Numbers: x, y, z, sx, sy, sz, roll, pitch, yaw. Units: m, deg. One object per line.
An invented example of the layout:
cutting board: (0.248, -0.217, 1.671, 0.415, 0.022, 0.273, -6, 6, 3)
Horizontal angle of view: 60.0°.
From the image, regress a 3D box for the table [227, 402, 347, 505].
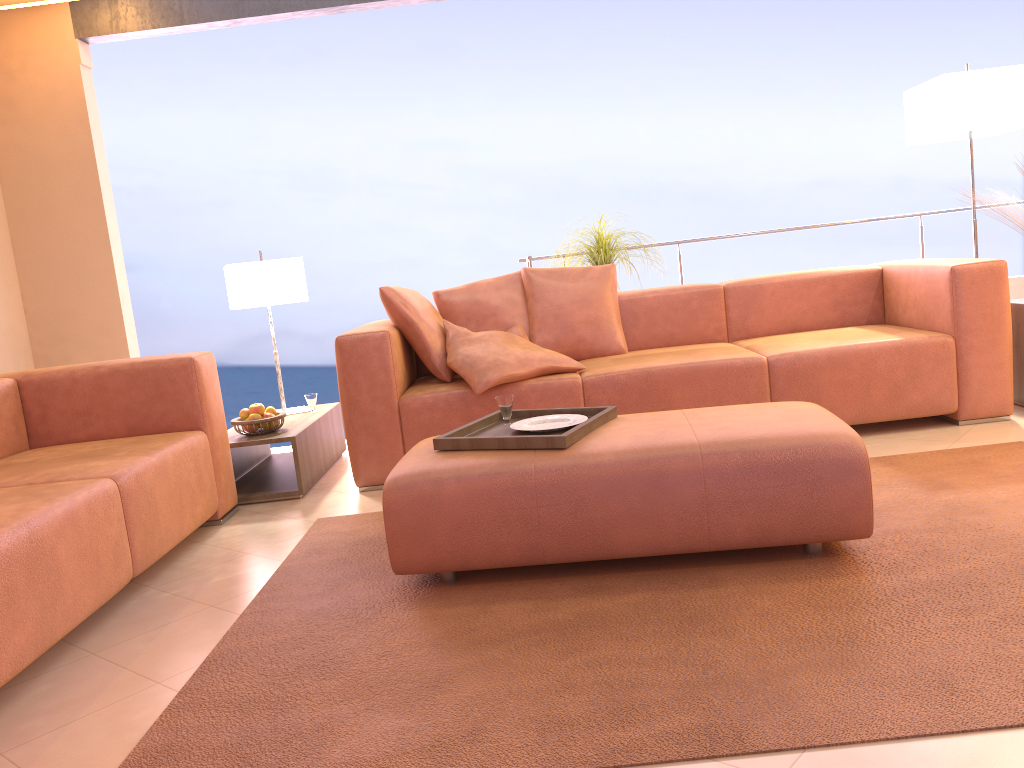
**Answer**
table: (-1.077, 0.309, 4.124, 0.412, 0.268, 0.918, -6, 7, 1)

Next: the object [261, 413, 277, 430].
object: (-1.049, 0.161, 3.814, 0.074, 0.076, 0.072, -5, 8, 11)

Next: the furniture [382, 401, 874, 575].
furniture: (0.316, 0.276, 2.639, 1.291, 0.301, 0.685, -6, 8, 6)

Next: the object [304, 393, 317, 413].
object: (-0.961, 0.095, 4.263, 0.061, 0.091, 0.061, 0, 10, 41)

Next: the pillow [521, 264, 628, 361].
pillow: (0.289, -0.340, 4.181, 0.470, 0.468, 0.211, -7, 7, -3)

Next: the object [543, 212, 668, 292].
object: (0.538, -0.420, 5.069, 0.703, 1.088, 0.729, -11, 9, -30)

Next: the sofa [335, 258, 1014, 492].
sofa: (0.669, -0.090, 4.058, 2.781, 0.672, 0.943, -6, 7, 1)

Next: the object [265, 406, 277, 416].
object: (-1.048, 0.123, 3.857, 0.045, 0.053, 0.051, -3, 8, 24)

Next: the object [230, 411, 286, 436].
object: (-1.094, 0.176, 3.845, 0.235, 0.071, 0.235, -7, 8, -6)

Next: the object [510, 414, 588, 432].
object: (0.113, 0.125, 2.716, 0.240, 0.018, 0.240, -12, 9, -34)

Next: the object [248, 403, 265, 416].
object: (-1.098, 0.116, 3.817, 0.069, 0.061, 0.068, -12, 9, -37)

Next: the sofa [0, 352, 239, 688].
sofa: (-1.617, 0.413, 2.257, 0.943, 0.672, 2.781, -6, 7, 1)

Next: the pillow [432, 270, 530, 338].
pillow: (-0.101, -0.298, 4.195, 0.492, 0.446, 0.255, -9, 8, -15)

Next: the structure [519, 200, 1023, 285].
structure: (2.146, -0.780, 5.709, 4.176, 0.541, 1.663, -6, 7, 1)

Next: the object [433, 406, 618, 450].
object: (0.050, 0.131, 2.694, 0.421, 0.034, 0.436, -3, 8, 26)

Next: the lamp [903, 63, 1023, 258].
lamp: (2.347, -0.810, 4.500, 0.454, 1.578, 0.454, -6, 7, 1)

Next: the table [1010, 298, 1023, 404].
table: (2.408, -0.152, 3.777, 0.469, 0.436, 0.415, -6, 7, 1)

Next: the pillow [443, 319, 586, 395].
pillow: (-0.048, -0.155, 3.821, 0.517, 0.292, 0.514, -11, 9, -29)

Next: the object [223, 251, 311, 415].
object: (-1.173, -0.252, 4.344, 0.344, 0.799, 0.344, -9, 8, -20)

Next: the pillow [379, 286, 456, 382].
pillow: (-0.398, -0.234, 4.016, 0.314, 0.455, 0.519, -7, 7, -2)

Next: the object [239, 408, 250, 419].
object: (-1.150, 0.129, 3.822, 0.047, 0.046, 0.054, -8, 8, -12)

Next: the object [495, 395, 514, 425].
object: (-0.019, 0.085, 2.858, 0.061, 0.091, 0.061, -8, 8, -14)

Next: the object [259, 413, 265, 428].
object: (-1.099, 0.160, 3.870, 0.077, 0.065, 0.076, -5, 8, 13)

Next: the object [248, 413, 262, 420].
object: (-1.093, 0.148, 3.773, 0.055, 0.047, 0.045, -10, 8, -21)

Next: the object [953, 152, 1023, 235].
object: (2.350, -0.690, 3.792, 0.700, 0.634, 0.703, -13, 10, -42)

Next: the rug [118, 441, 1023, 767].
rug: (0.567, 0.481, 2.393, 2.626, 0.005, 1.833, -6, 7, 1)

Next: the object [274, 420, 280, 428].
object: (-1.037, 0.168, 3.874, 0.046, 0.046, 0.055, -9, 8, -21)
